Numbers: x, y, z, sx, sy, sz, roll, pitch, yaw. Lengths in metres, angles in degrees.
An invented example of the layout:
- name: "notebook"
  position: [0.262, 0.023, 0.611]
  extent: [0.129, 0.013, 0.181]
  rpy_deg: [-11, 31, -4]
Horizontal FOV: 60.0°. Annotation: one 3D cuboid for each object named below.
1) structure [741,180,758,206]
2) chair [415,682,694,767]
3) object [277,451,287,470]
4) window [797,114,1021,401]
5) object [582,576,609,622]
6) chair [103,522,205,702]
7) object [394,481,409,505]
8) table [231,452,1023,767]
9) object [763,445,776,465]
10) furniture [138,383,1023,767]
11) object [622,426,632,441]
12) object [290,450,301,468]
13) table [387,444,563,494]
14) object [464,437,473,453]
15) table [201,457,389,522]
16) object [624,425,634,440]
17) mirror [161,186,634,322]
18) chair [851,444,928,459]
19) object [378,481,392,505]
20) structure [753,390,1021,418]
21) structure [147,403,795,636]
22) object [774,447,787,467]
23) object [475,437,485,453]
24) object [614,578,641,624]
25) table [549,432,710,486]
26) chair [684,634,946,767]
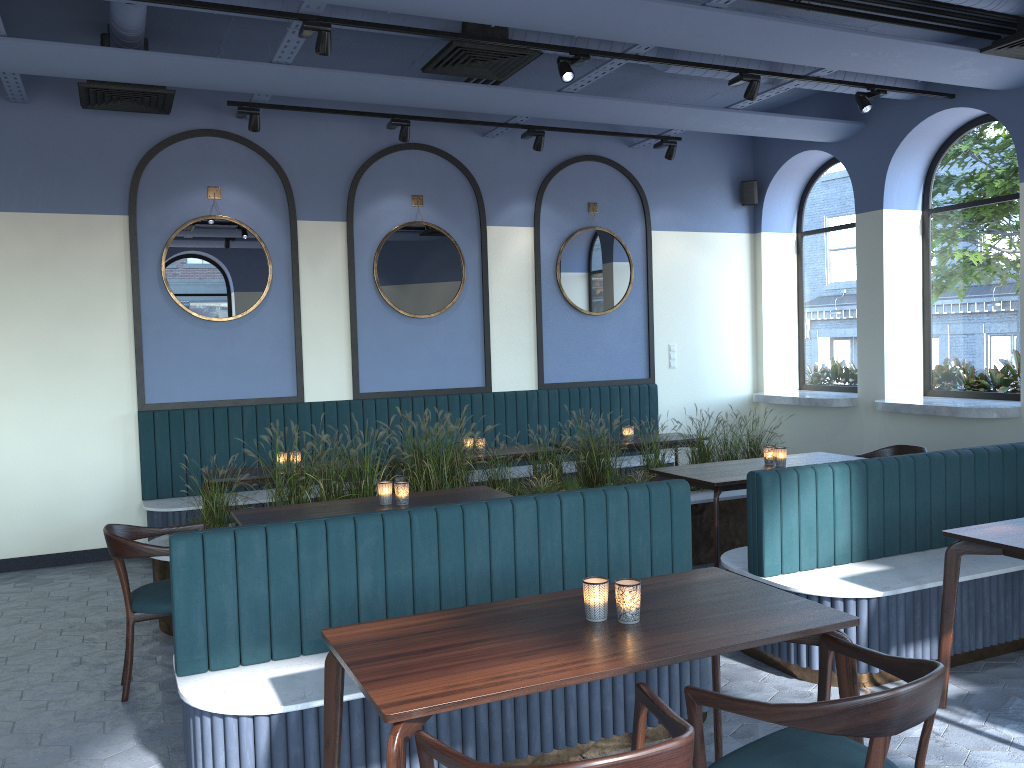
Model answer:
- name: "structure"
  position: [-1.466, -1.635, 3.972]
  extent: [13.143, 0.268, 7.261]
  rpy_deg: [-4, 3, -41]
- name: "chair"
  position: [0.154, 1.104, 1.983]
  extent: [0.618, 0.793, 0.525]
  rpy_deg: [-3, 3, -25]
- name: "object"
  position: [-1.631, 0.543, 6.282]
  extent: [0.078, 0.120, 0.078]
  rpy_deg: [-2, 3, -7]
- name: "window"
  position: [1.651, -0.751, 2.326]
  extent: [3.897, 2.394, 14.212]
  rpy_deg: [0, 3, 27]
- name: "object"
  position: [0.253, 0.650, 2.675]
  extent: [0.078, 0.120, 0.078]
  rpy_deg: [-4, 3, -41]
- name: "chair"
  position: [-1.656, 1.055, 4.260]
  extent: [0.525, 0.793, 0.618]
  rpy_deg: [-3, 3, -25]
- name: "object"
  position: [-0.586, 0.582, 4.723]
  extent: [0.078, 0.120, 0.078]
  rpy_deg: [-4, 3, -41]
- name: "table"
  position: [-0.944, 1.128, 2.577]
  extent: [9.778, 0.755, 3.997]
  rpy_deg: [-4, 3, -40]
- name: "object"
  position: [1.682, 0.465, 5.790]
  extent: [0.078, 0.120, 0.078]
  rpy_deg: [-2, 3, -7]
- name: "furniture"
  position: [0.220, 0.747, 5.842]
  extent: [4.800, 1.150, 4.703]
  rpy_deg: [-3, 3, -24]
- name: "object"
  position: [0.960, 0.414, 7.389]
  extent: [0.078, 0.120, 0.078]
  rpy_deg: [-4, 3, -41]
- name: "object"
  position: [-1.544, 0.538, 6.326]
  extent: [0.078, 0.120, 0.078]
  rpy_deg: [-2, 3, -7]
- name: "table"
  position: [-0.274, 0.911, 6.900]
  extent: [1.332, 0.755, 0.548]
  rpy_deg: [-3, 3, -24]
- name: "object"
  position: [-0.338, 0.475, 6.907]
  extent: [0.078, 0.120, 0.078]
  rpy_deg: [-4, 3, -41]
- name: "table"
  position: [-1.531, 0.975, 6.337]
  extent: [1.285, 0.755, 0.548]
  rpy_deg: [-3, 3, -24]
- name: "object"
  position: [0.990, 0.409, 7.482]
  extent: [0.078, 0.120, 0.078]
  rpy_deg: [-4, 3, -41]
- name: "mirror"
  position: [-0.788, -1.131, 7.888]
  extent: [4.357, 1.089, 0.026]
  rpy_deg: [-3, 3, -24]
- name: "chair"
  position: [2.606, 0.841, 6.166]
  extent: [0.525, 0.793, 0.618]
  rpy_deg: [-3, 3, -25]
- name: "object"
  position: [-0.679, 0.583, 4.753]
  extent: [0.078, 0.120, 0.078]
  rpy_deg: [-4, 3, -41]
- name: "structure"
  position: [1.483, 0.476, 2.465]
  extent: [4.315, 0.080, 14.155]
  rpy_deg: [0, 3, 27]
- name: "structure"
  position: [0.080, 0.708, 6.152]
  extent: [4.878, 1.207, 1.143]
  rpy_deg: [-3, 3, -23]
- name: "object"
  position: [1.727, 0.468, 5.703]
  extent: [0.078, 0.120, 0.078]
  rpy_deg: [-2, 3, -7]
- name: "object"
  position: [-0.245, 0.474, 6.877]
  extent: [0.078, 0.120, 0.078]
  rpy_deg: [-4, 3, -41]
- name: "object"
  position: [0.346, 0.648, 2.645]
  extent: [0.078, 0.120, 0.078]
  rpy_deg: [-4, 3, -41]
- name: "table"
  position: [1.003, 0.847, 7.470]
  extent: [1.332, 0.755, 0.548]
  rpy_deg: [-3, 3, -24]
- name: "chair"
  position: [0.816, 1.071, 2.277]
  extent: [0.618, 0.793, 0.525]
  rpy_deg: [-4, 3, -38]
